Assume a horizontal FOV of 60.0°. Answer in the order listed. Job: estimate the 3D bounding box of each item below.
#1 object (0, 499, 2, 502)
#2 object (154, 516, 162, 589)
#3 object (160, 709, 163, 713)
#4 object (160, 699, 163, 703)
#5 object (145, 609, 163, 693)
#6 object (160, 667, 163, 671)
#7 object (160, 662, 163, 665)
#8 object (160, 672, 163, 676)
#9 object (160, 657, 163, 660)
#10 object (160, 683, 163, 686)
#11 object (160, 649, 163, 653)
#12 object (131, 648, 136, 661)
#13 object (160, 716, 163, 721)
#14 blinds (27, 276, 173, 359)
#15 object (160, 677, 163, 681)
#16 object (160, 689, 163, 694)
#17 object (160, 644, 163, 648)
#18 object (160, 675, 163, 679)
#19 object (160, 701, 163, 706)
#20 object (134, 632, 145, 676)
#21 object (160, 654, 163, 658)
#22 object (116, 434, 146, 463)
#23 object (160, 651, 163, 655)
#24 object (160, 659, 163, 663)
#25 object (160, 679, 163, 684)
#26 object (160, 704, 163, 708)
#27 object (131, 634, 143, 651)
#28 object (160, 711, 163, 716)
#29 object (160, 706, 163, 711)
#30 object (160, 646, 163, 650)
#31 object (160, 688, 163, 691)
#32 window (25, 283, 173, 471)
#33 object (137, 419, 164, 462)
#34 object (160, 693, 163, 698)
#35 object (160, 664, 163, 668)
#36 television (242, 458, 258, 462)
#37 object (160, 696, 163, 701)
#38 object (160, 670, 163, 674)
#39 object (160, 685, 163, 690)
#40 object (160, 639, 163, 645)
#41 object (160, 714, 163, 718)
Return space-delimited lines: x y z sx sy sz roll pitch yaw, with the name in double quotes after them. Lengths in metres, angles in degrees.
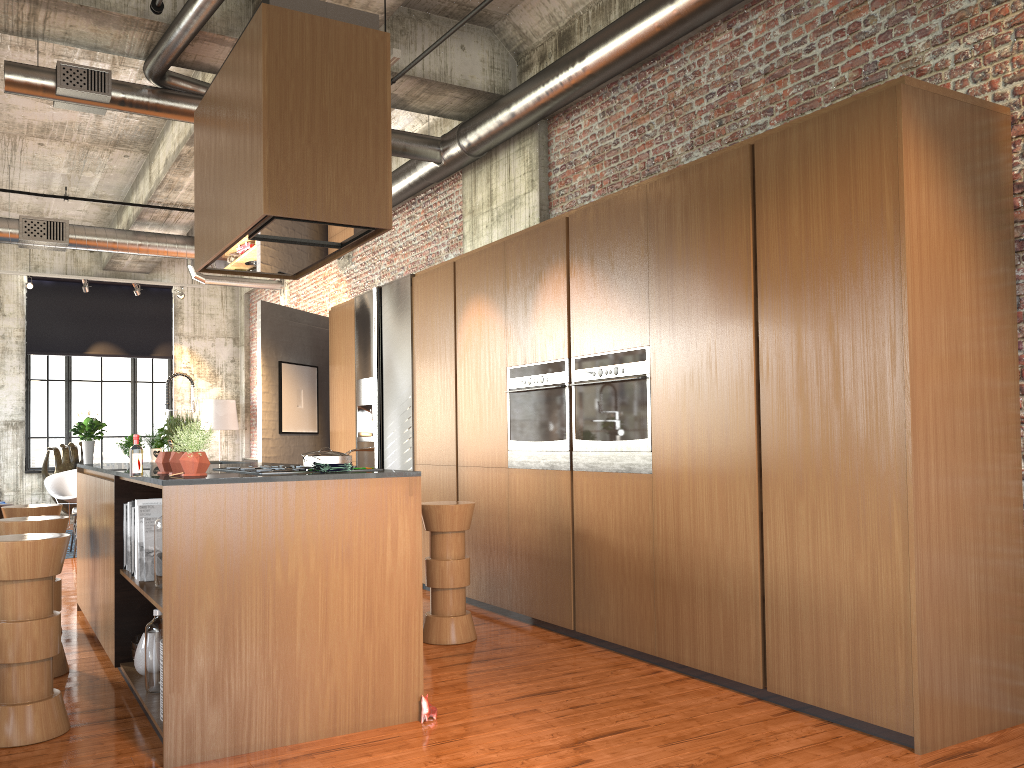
-8.902 2.055 15.074 0.423 0.153 0.382 1 -4 -31 "object"
-1.823 0.857 4.698 0.137 0.431 0.137 0 -2 -19 "object"
-1.524 1.560 4.264 0.314 0.032 0.314 -1 -4 6 "object"
-1.525 1.513 4.265 0.314 0.030 0.314 -2 -4 23 "object"
-1.904 1.430 4.774 0.137 0.431 0.137 0 -2 -19 "object"
-1.527 1.361 4.270 0.314 0.032 0.314 -3 -4 28 "object"
-1.527 1.336 4.271 0.314 0.034 0.314 -2 -4 24 "object"
-1.527 1.388 4.269 0.314 0.030 0.314 -2 -4 23 "object"
-1.528 1.314 4.271 0.314 0.032 0.314 -1 -4 6 "object"
-1.526 1.435 4.268 0.314 0.032 0.314 -1 -4 6 "object"
-1.528 1.279 4.272 0.314 0.031 0.314 -3 -4 29 "object"
-2.172 1.633 5.329 0.216 0.105 0.216 0 -3 -20 "object"
-1.524 1.595 4.263 0.314 0.032 0.314 -2 -4 22 "object"
-7.561 -1.223 16.367 2.443 1.462 0.151 1 -2 -30 "blinds"
-1.526 1.412 4.269 0.314 0.034 0.314 -2 -4 24 "object"
-1.525 1.470 4.266 0.314 0.032 0.314 -2 -4 22 "object"
-1.529 1.252 4.273 0.314 0.033 0.314 -2 -4 22 "object"
-1.526 1.401 4.269 0.314 0.031 0.314 2 -5 -39 "object"
-1.524 1.526 4.265 0.314 0.031 0.314 2 -5 -39 "object"
-2.069 1.546 5.086 0.181 0.243 0.181 -2 -2 17 "object"
-1.528 1.303 4.272 0.314 0.029 0.314 -2 -4 23 "object"
-3.340 0.565 7.787 0.236 0.257 0.232 -1 -3 8 "object"
-1.528 1.290 4.272 0.314 0.034 0.314 -2 -4 24 "object"
-1.528 1.325 4.271 0.314 0.033 0.314 -1 -4 5 "object"
-1.526 1.424 4.268 0.314 0.029 0.314 -2 -4 23 "object"
-1.524 1.537 4.265 0.314 0.034 0.314 -2 -4 24 "object"
-2.172 1.578 5.330 0.216 0.127 0.217 1 -4 -35 "object"
-1.524 1.572 4.263 0.314 0.033 0.314 -1 -4 5 "object"
-1.524 1.549 4.264 0.314 0.029 0.314 -2 -4 23 "object"
-1.528 1.266 4.273 0.314 0.030 0.314 -2 -4 23 "object"
-1.525 1.458 4.267 0.314 0.034 0.314 -2 -4 24 "object"
-7.630 -0.090 16.486 2.579 3.432 0.050 1 -2 -31 "window"
-3.156 0.505 7.873 0.305 0.381 0.362 -1 -3 3 "object"
-1.525 1.486 4.266 0.314 0.032 0.314 -3 -4 28 "object"
-1.527 1.348 4.270 0.314 0.032 0.314 -2 -4 22 "object"
-4.650 1.732 16.010 0.286 0.792 1.090 1 -3 -44 "television"
-1.525 1.499 4.266 0.314 0.033 0.314 -2 -4 22 "object"
-1.527 1.374 4.269 0.314 0.033 0.314 -2 -4 22 "object"
-1.526 1.447 4.267 0.314 0.033 0.314 -1 -4 5 "object"
-1.529 1.239 4.273 0.314 0.032 0.314 -3 -4 28 "object"
-1.524 1.583 4.263 0.314 0.034 0.314 -2 -4 24 "object"
